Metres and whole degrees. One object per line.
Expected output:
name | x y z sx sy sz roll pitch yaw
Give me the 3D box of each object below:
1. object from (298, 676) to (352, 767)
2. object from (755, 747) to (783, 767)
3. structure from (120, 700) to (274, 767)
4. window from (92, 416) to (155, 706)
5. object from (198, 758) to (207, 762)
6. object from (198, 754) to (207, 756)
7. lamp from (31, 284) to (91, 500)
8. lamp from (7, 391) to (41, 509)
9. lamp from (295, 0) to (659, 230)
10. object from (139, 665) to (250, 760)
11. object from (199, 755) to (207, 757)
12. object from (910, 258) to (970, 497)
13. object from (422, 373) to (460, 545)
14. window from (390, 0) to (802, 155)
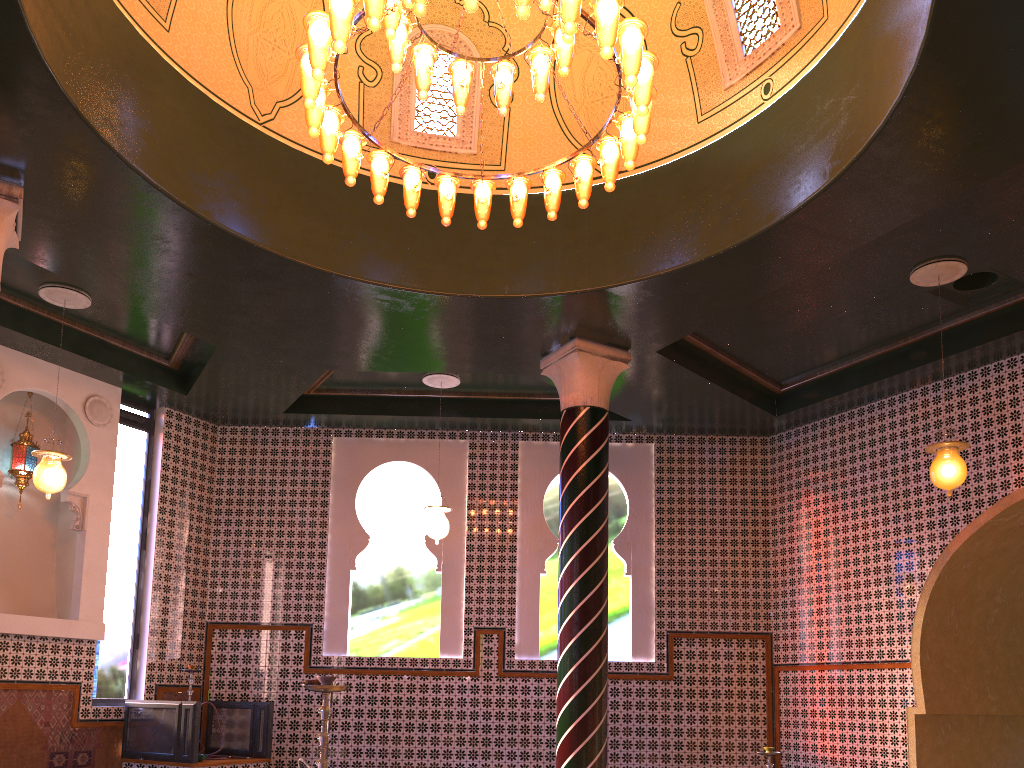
object | -1.124 2.353 5.086 0.301 1.213 0.478 3 -10 -14
object | 2.683 4.772 9.851 0.843 1.223 0.364 -6 -11 31
structure | -4.395 5.364 11.768 1.666 2.005 1.403 -6 -14 29
window | -5.404 2.423 11.884 0.091 3.873 0.795 -3 -9 29
object | -4.076 4.862 11.157 0.252 0.044 0.263 6 -20 -14
object | -4.075 4.814 11.164 0.256 0.044 0.258 16 -25 -36
lamp | -4.960 0.128 9.399 0.528 2.245 0.528 8 -11 -41
lamp | -6.125 0.820 10.861 0.326 1.515 0.371 4 -9 -16
lamp | -0.195 -3.900 6.270 2.488 4.458 2.553 5 -12 -22
object | -4.224 4.454 11.716 1.243 1.216 1.239 -2 -14 14
object | -4.075 4.822 11.163 0.251 0.044 0.263 -4 -20 14
object | 4.248 -0.025 8.502 0.528 2.245 0.528 8 -11 -41
object | -0.991 1.040 11.698 0.528 2.245 0.528 8 -11 -41
window | -0.353 -3.953 6.293 5.494 1.122 6.058 -1 -20 5
